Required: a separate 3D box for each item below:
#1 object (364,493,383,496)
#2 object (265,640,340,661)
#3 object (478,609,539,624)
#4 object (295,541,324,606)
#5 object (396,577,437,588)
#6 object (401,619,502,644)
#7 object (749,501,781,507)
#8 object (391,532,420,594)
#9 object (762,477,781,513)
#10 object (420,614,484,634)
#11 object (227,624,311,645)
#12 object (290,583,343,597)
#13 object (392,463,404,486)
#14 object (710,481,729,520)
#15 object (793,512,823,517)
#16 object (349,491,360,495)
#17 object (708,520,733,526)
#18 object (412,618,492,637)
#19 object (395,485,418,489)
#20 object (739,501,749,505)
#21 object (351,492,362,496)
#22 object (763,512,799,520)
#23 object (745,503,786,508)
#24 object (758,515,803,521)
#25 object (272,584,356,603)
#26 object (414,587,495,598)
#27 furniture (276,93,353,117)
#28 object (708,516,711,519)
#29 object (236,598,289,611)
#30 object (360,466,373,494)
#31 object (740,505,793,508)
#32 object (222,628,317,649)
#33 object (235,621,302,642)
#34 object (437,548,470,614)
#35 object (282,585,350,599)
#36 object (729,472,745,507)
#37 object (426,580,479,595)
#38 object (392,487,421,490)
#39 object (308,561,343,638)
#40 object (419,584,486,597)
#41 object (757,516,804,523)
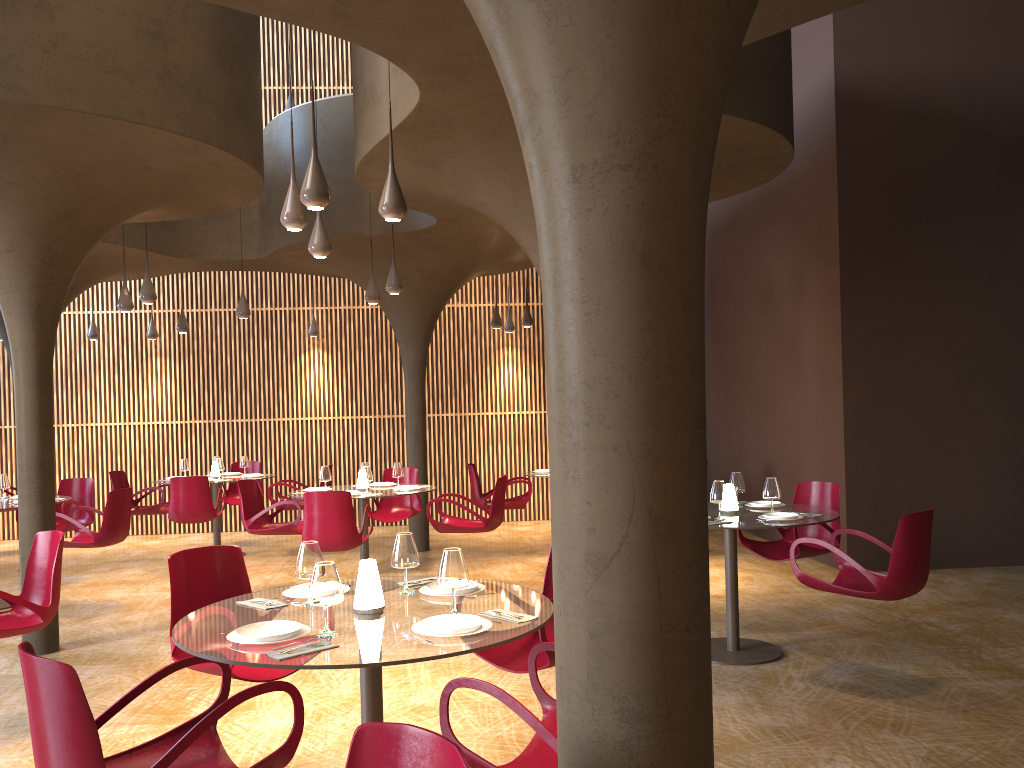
[{"bbox_3d":[-1.488,1.189,9.520,0.126,0.017,0.262,-2,-1,11],"label":"object"},{"bbox_3d":[-0.798,1.016,3.379,0.262,0.017,0.126,0,-2,-43],"label":"object"},{"bbox_3d":[-0.017,1.006,3.844,0.126,0.017,0.262,0,-2,-44],"label":"object"},{"bbox_3d":[-0.957,0.897,4.203,0.142,0.295,0.142,-1,0,-38],"label":"object"},{"bbox_3d":[-0.470,1.039,4.644,0.262,0.017,0.126,0,-2,-39],"label":"object"},{"bbox_3d":[-0.249,1.002,3.643,0.204,0.012,0.410,-3,-2,42],"label":"object"},{"bbox_3d":[2.156,1.023,7.547,0.263,0.029,0.263,0,-2,-45],"label":"object"},{"bbox_3d":[-0.531,0.891,4.412,0.142,0.295,0.142,-2,0,28],"label":"object"},{"bbox_3d":[2.042,0.885,6.967,0.142,0.295,0.142,-1,0,-20],"label":"object"},{"bbox_3d":[-0.246,0.991,3.647,0.263,0.029,0.263,-2,-1,17],"label":"object"},{"bbox_3d":[-0.989,1.020,3.614,0.332,0.014,0.332,-1,-1,-7],"label":"object"},{"bbox_3d":[-0.977,1.031,4.435,0.263,0.029,0.263,-2,-2,32],"label":"object"},{"bbox_3d":[-1.319,1.059,10.264,0.142,0.295,0.142,-1,0,-30],"label":"object"},{"bbox_3d":[1.594,0.893,6.813,0.142,0.295,0.142,-2,0,1],"label":"object"},{"bbox_3d":[2.280,1.021,6.919,0.126,0.017,0.262,0,-2,-41],"label":"object"},{"bbox_3d":[-1.781,1.182,9.595,0.263,0.029,0.263,-2,-1,14],"label":"object"},{"bbox_3d":[1.511,1.034,6.591,0.262,0.017,0.126,-1,-2,-32],"label":"object"},{"bbox_3d":[-0.246,1.000,3.647,0.332,0.014,0.332,-2,-2,20],"label":"object"},{"bbox_3d":[-1.194,1.178,10.065,0.263,0.029,0.263,-2,-1,3],"label":"object"},{"bbox_3d":[1.997,1.051,7.804,0.262,0.017,0.126,-1,-2,-35],"label":"object"},{"bbox_3d":[-1.781,1.192,9.595,0.332,0.014,0.332,-1,-1,-15],"label":"object"},{"bbox_3d":[2.040,1.006,6.734,0.263,0.029,0.263,-1,-1,-18],"label":"object"},{"bbox_3d":[2.156,1.033,7.547,0.332,0.014,0.332,-2,-1,13],"label":"object"},{"bbox_3d":[2.040,1.016,6.734,0.332,0.014,0.332,-1,-2,-22],"label":"object"},{"bbox_3d":[-0.974,1.042,4.439,0.204,0.012,0.410,-3,-2,37],"label":"object"},{"bbox_3d":[-0.291,1.022,4.394,0.204,0.012,0.411,0,-2,-43],"label":"object"},{"bbox_3d":[-2.389,-3.007,11.549,2.532,1.047,0.900,-2,-1,37],"label":"furniture"},{"bbox_3d":[1.369,1.037,6.857,0.332,0.014,0.332,-1,-2,-19],"label":"object"},{"bbox_3d":[-1.191,1.048,4.221,0.262,0.017,0.126,-3,-2,42],"label":"object"},{"bbox_3d":[-1.598,1.054,9.734,0.142,0.295,0.142,-2,0,-13],"label":"object"},{"bbox_3d":[2.160,1.034,7.544,0.204,0.012,0.411,0,-2,-40],"label":"object"},{"bbox_3d":[-0.993,1.021,3.617,0.411,0.012,0.204,-3,-2,43],"label":"object"},{"bbox_3d":[-0.989,1.010,3.614,0.263,0.029,0.263,-2,-2,31],"label":"object"},{"bbox_3d":[-0.257,0.870,3.880,0.142,0.295,0.142,-2,0,22],"label":"object"},{"bbox_3d":[-0.977,1.040,4.435,0.332,0.014,0.332,-2,-1,3],"label":"object"},{"bbox_3d":[1.921,0.903,7.575,0.142,0.295,0.142,-2,0,9],"label":"object"},{"bbox_3d":[-0.295,1.011,4.397,0.263,0.029,0.263,-1,-1,-7],"label":"object"},{"bbox_3d":[-1.194,1.188,10.065,0.332,0.014,0.332,-2,-2,29],"label":"object"},{"bbox_3d":[-0.760,0.877,3.614,0.142,0.295,0.142,-2,0,-10],"label":"object"},{"bbox_3d":[-0.295,1.021,4.397,0.332,0.014,0.332,-2,-1,0],"label":"object"},{"bbox_3d":[2.038,1.017,6.731,0.204,0.012,0.410,-3,-2,45],"label":"object"}]
